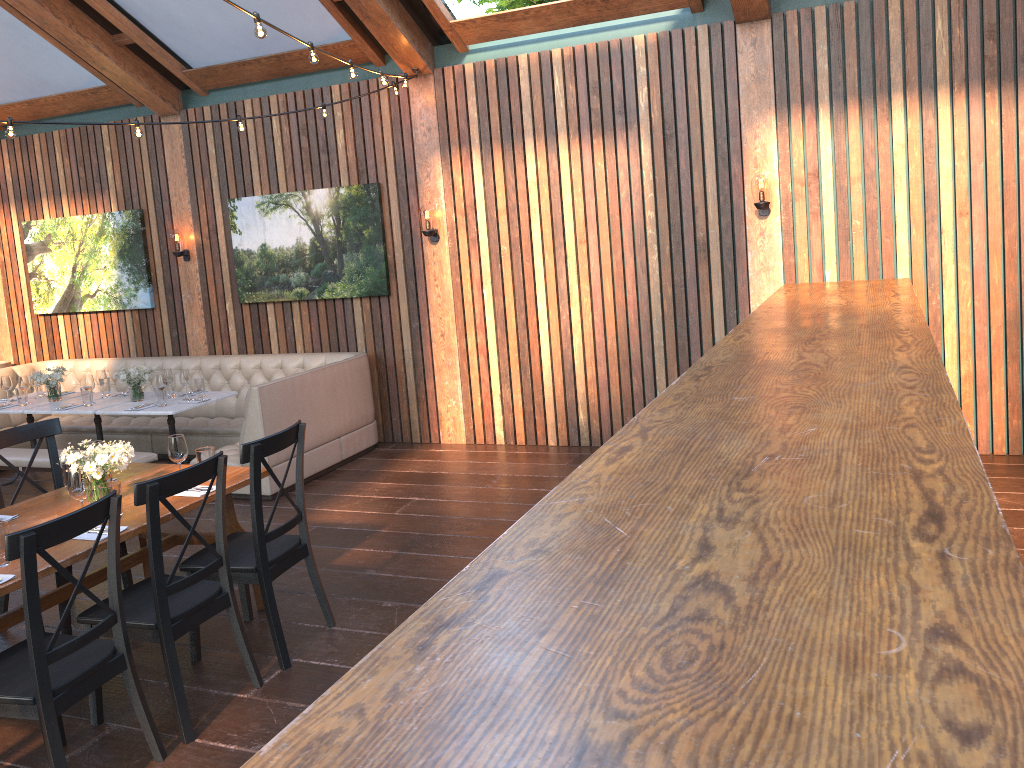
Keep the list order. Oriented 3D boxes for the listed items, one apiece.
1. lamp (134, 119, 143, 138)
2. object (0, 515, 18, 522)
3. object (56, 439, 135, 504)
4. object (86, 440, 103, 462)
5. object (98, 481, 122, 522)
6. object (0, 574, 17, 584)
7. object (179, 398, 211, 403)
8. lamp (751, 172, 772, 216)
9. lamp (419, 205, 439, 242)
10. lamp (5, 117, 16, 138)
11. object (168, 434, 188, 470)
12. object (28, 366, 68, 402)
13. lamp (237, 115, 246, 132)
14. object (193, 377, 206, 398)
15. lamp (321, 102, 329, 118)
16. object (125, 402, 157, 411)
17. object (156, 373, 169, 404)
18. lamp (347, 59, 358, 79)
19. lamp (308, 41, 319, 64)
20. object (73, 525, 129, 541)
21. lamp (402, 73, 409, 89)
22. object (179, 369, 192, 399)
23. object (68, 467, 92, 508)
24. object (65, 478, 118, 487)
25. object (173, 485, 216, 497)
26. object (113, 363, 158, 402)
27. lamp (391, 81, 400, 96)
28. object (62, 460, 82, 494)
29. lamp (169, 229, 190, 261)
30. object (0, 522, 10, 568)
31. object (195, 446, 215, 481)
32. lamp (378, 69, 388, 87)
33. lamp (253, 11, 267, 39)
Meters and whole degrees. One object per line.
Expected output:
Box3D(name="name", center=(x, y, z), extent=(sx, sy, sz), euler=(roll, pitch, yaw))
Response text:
Box3D(name="lamp", center=(-2.389, -1.629, 5.650), extent=(0.056, 0.120, 0.056), euler=(-9, 8, -33))
Box3D(name="object", center=(-2.334, 0.609, 3.965), extent=(0.255, 0.019, 0.159), euler=(0, 11, 23))
Box3D(name="object", center=(-1.910, 0.402, 4.110), extent=(0.329, 0.307, 0.338), euler=(-6, 8, -12))
Box3D(name="object", center=(-2.032, 0.405, 4.343), extent=(0.092, 0.243, 0.092), euler=(-8, 7, -24))
Box3D(name="object", center=(-1.739, 0.511, 3.844), extent=(0.092, 0.157, 0.092), euler=(-11, 9, -40))
Box3D(name="object", center=(-1.946, 0.710, 3.203), extent=(0.255, 0.019, 0.159), euler=(0, 11, 23))
Box3D(name="object", center=(-2.583, 0.131, 7.149), extent=(0.255, 0.019, 0.159), euler=(0, 11, 23))
Box3D(name="lamp", center=(1.833, -1.391, 6.490), extent=(0.146, 0.318, 0.179), euler=(-2, 8, 23))
Box3D(name="lamp", center=(-0.711, -1.370, 7.558), extent=(0.146, 0.318, 0.179), euler=(-2, 8, 23))
Box3D(name="lamp", center=(-2.881, -1.471, 5.081), extent=(0.059, 0.118, 0.057), euler=(-4, 7, 3))
Box3D(name="object", center=(-1.634, 0.372, 4.342), extent=(0.092, 0.243, 0.092), euler=(-8, 7, -24))
Box3D(name="object", center=(-4.037, -0.003, 7.753), extent=(0.336, 0.307, 0.331), euler=(4, 12, 45))
Box3D(name="lamp", center=(-1.905, -1.830, 6.220), extent=(0.056, 0.120, 0.057), euler=(1, 9, 38))
Box3D(name="object", center=(-2.574, 0.032, 7.306), extent=(0.092, 0.157, 0.092), euler=(-4, 7, 9))
Box3D(name="lamp", center=(-1.434, -2.096, 6.775), extent=(0.057, 0.117, 0.066), euler=(-10, 9, -37))
Box3D(name="object", center=(-2.943, 0.177, 7.051), extent=(0.157, 0.019, 0.257), euler=(0, 11, 23))
Box3D(name="object", center=(-2.813, 0.040, 7.128), extent=(0.092, 0.243, 0.092), euler=(-8, 7, -24))
Box3D(name="lamp", center=(-0.997, -1.963, 5.524), extent=(0.059, 0.118, 0.057), euler=(-8, 7, -24))
Box3D(name="lamp", center=(-1.073, -1.788, 4.777), extent=(0.056, 0.119, 0.057), euler=(-7, 7, -17))
Box3D(name="object", center=(-1.742, 0.610, 3.680), extent=(0.255, 0.019, 0.159), euler=(0, 11, 23))
Box3D(name="lamp", center=(-0.847, -2.398, 6.996), extent=(0.056, 0.119, 0.056), euler=(-7, 7, -16))
Box3D(name="object", center=(-2.683, 0.003, 7.276), extent=(0.092, 0.243, 0.092), euler=(-8, 7, -24))
Box3D(name="object", center=(-1.851, 0.484, 3.802), extent=(0.092, 0.243, 0.092), euler=(-8, 7, -24))
Box3D(name="object", center=(-2.117, 0.500, 4.489), extent=(0.255, 0.019, 0.159), euler=(0, 11, 23))
Box3D(name="object", center=(-1.528, 0.501, 4.208), extent=(0.255, 0.019, 0.159), euler=(0, 11, 23))
Box3D(name="object", center=(-3.151, -0.014, 7.403), extent=(0.336, 0.307, 0.332), euler=(-5, 8, -3))
Box3D(name="lamp", center=(-0.960, -2.435, 7.293), extent=(0.065, 0.117, 0.057), euler=(-7, 7, -17))
Box3D(name="object", center=(-2.147, 0.458, 4.338), extent=(0.092, 0.157, 0.092), euler=(-11, 9, -40))
Box3D(name="lamp", center=(-3.246, -1.350, 8.621), extent=(0.146, 0.318, 0.179), euler=(-2, 8, 23))
Box3D(name="object", center=(-1.953, 0.614, 3.358), extent=(0.092, 0.157, 0.092), euler=(-11, 9, -40))
Box3D(name="object", center=(-1.514, 0.398, 4.387), extent=(0.092, 0.157, 0.092), euler=(-11, 9, -40))
Box3D(name="lamp", center=(-0.906, -2.165, 6.256), extent=(0.056, 0.118, 0.061), euler=(1, 9, 39))
Box3D(name="lamp", center=(-1.148, -1.632, 4.027), extent=(0.056, 0.119, 0.056), euler=(-7, 7, -21))
